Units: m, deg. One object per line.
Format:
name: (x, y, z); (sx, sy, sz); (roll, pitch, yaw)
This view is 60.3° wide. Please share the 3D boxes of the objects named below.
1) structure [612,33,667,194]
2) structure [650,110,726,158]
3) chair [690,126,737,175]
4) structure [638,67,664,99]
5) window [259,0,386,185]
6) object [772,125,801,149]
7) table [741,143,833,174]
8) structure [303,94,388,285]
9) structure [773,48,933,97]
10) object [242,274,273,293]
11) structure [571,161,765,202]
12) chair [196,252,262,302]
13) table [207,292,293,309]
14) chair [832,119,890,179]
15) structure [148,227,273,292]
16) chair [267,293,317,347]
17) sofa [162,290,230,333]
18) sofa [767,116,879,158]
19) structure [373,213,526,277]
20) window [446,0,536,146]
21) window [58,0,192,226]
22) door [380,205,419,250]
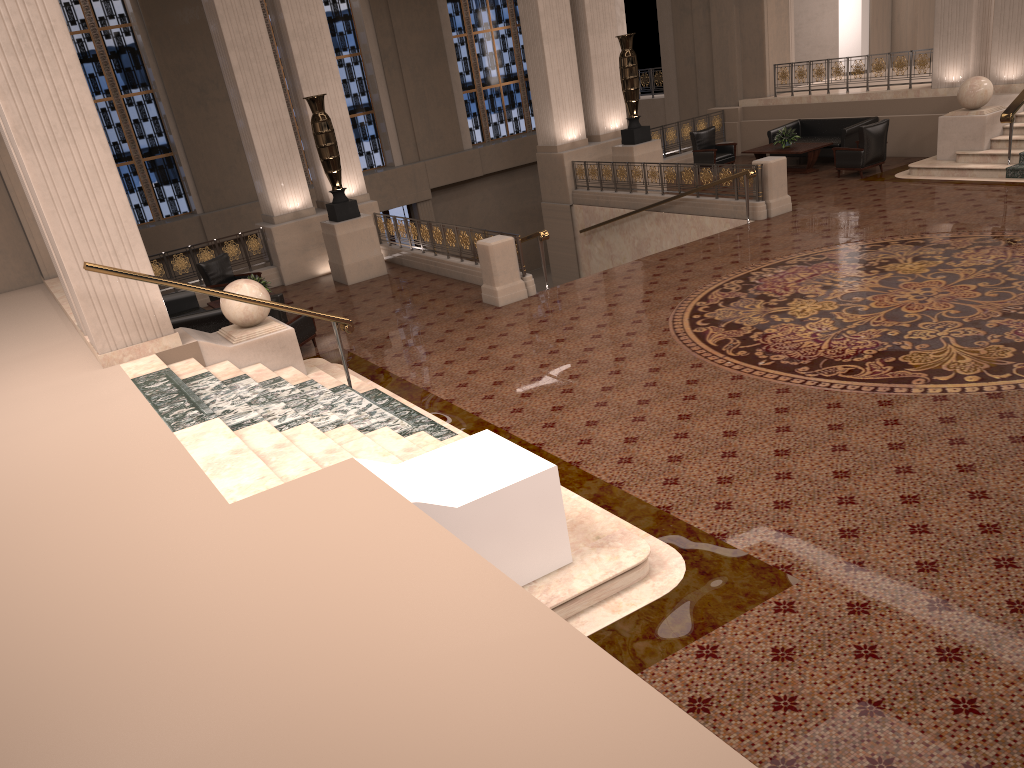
structure: (2.253, -4.929, 16.324); (0.689, 2.913, 0.681); (-22, 28, -25)
structure: (3.566, -5.226, 18.684); (2.494, 0.684, 0.031); (-21, 27, -24)
chair: (4.035, -4.675, 17.648); (0.634, 0.882, 0.701); (-25, 27, -29)
structure: (3.139, -7.436, 21.872); (0.030, 0.698, 2.101); (-23, 25, -26)
window: (-4.988, -7.704, 21.193); (2.940, 5.598, 0.067); (-22, 27, -24)
object: (5.058, -4.573, 16.282); (0.502, 0.393, 0.502); (-8, 23, 5)
table: (5.131, -4.200, 16.479); (0.825, 0.455, 1.438); (-22, 24, -26)
structure: (-2.741, -3.066, 13.948); (0.689, 2.913, 0.681); (-22, 28, -25)
structure: (6.360, -5.861, 16.706); (0.031, 0.653, 3.601); (-23, 24, -26)
object: (-3.545, -1.322, 12.083); (0.502, 0.393, 0.502); (-8, 23, 5)
structure: (2.465, -3.533, 15.177); (0.078, 0.561, 4.814); (-23, 24, -26)
chair: (-4.331, -1.552, 13.663); (0.716, 0.882, 0.621); (1, 26, 25)
table: (-3.620, -0.935, 12.315); (0.825, 0.455, 1.438); (-22, 24, -26)
chair: (5.927, -3.985, 14.951); (0.637, 0.882, 0.699); (-22, 26, -25)
structure: (-5.230, -1.944, 14.499); (2.495, 0.684, 0.031); (-21, 27, -24)
chair: (-2.886, -0.758, 10.919); (0.648, 0.882, 0.687); (-1, 25, 21)
sofa: (-4.418, -0.772, 11.890); (0.860, 0.738, 1.874); (-22, 24, -26)
sofa: (5.881, -4.615, 16.791); (0.860, 0.738, 1.874); (-22, 24, -26)
structure: (-1.100, -2.203, 13.480); (0.078, 0.561, 4.810); (-23, 24, -25)
window: (-0.541, -9.363, 23.309); (2.940, 5.598, 0.067); (-22, 27, -24)
window: (-9.286, -6.100, 19.148); (2.940, 5.598, 0.067); (-22, 27, -24)
door: (-3.093, -3.296, 23.409); (1.468, 2.846, 0.151); (-22, 27, -24)
